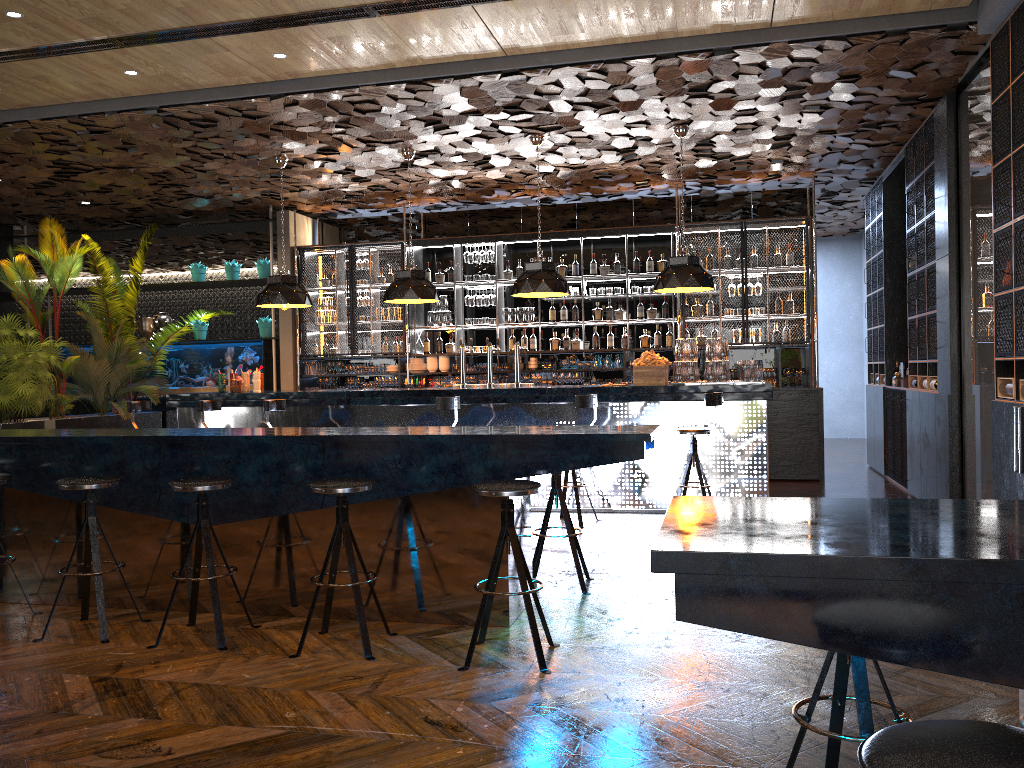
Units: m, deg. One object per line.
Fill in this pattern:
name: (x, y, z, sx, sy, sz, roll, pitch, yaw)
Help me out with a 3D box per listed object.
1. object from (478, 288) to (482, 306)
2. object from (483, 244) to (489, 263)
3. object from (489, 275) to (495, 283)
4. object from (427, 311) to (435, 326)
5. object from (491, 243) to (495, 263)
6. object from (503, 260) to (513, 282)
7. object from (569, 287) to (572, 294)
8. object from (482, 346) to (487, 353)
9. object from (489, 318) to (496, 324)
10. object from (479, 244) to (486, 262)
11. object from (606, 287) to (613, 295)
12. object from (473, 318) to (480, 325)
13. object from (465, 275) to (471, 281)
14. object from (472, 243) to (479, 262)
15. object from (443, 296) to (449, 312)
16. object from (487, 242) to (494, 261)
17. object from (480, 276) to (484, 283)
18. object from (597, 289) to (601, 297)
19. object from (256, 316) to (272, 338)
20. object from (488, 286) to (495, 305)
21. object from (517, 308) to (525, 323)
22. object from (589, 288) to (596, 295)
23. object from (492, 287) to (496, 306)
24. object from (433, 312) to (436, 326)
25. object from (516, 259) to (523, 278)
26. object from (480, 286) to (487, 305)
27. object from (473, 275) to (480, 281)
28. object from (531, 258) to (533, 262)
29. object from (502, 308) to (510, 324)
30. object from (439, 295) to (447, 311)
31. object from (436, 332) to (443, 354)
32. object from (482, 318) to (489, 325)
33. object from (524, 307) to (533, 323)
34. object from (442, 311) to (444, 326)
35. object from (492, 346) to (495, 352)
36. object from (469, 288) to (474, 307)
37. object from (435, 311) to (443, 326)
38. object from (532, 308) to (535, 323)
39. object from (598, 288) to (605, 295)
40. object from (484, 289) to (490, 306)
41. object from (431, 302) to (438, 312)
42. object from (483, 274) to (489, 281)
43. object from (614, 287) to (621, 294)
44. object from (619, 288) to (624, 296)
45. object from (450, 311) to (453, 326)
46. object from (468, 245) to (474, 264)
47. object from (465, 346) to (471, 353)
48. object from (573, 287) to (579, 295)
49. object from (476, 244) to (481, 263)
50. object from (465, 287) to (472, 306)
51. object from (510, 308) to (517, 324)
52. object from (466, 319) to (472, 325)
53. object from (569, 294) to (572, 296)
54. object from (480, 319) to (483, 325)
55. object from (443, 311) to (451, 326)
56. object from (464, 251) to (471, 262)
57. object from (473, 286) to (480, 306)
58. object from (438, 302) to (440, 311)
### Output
object: (-0.431, -1.156, 11.781, 0.092, 0.244, 0.092, -2, 1, -26)
object: (-0.347, -1.730, 11.750, 0.092, 0.244, 0.092, -2, 1, -26)
object: (-0.267, -1.392, 11.774, 0.089, 0.092, 0.089, -1, 1, -18)
object: (-1.087, -0.866, 11.859, 0.105, 0.209, 0.105, -2, 1, -31)
object: (-0.247, -1.732, 11.726, 0.092, 0.244, 0.092, -2, 1, -26)
object: (-0.053, -1.481, 11.609, 0.123, 0.279, 0.123, -1, 1, 2)
object: (0.738, -1.215, 11.537, 0.089, 0.092, 0.089, -1, 1, 39)
object: (-0.355, -0.455, 11.723, 0.089, 0.092, 0.089, -1, 1, 24)
object: (-0.257, -0.824, 11.751, 0.089, 0.092, 0.089, -1, 1, -2)
object: (-0.386, -1.727, 11.590, 0.092, 0.244, 0.092, -2, 1, -26)
object: (1.235, -1.174, 11.226, 0.089, 0.092, 0.089, -2, 1, -23)
object: (-0.470, -0.818, 11.680, 0.089, 0.092, 0.089, -1, 1, -8)
object: (-0.580, -1.385, 11.736, 0.089, 0.092, 0.089, -1, 1, -18)
object: (-0.482, -1.726, 11.613, 0.092, 0.244, 0.092, -2, 1, -26)
object: (-0.903, -1.079, 11.913, 0.105, 0.209, 0.105, -2, 1, -31)
object: (-0.285, -1.729, 11.565, 0.092, 0.244, 0.092, -2, 1, -26)
object: (-0.391, -1.390, 11.792, 0.089, 0.092, 0.089, -1, 1, 24)
object: (1.144, -1.174, 11.435, 0.089, 0.092, 0.089, -2, 1, -37)
object: (-3.428, -0.792, 12.352, 0.265, 0.325, 0.245, -1, 1, 7)
object: (-0.273, -1.157, 11.573, 0.092, 0.244, 0.092, -2, 1, -26)
object: (0.115, -0.887, 11.542, 0.105, 0.209, 0.105, -2, 1, -31)
object: (1.029, -1.170, 11.288, 0.089, 0.092, 0.089, -1, 1, -15)
object: (-0.234, -1.160, 11.733, 0.092, 0.244, 0.092, -2, 1, -26)
object: (-1.070, -0.867, 11.976, 0.105, 0.209, 0.105, -2, 1, -31)
object: (0.100, -1.486, 11.571, 0.083, 0.282, 0.083, -1, 1, -1)
object: (-0.374, -1.155, 11.597, 0.092, 0.244, 0.092, -2, 1, -26)
object: (-0.468, -1.387, 11.685, 0.089, 0.092, 0.089, -1, 1, -18)
object: (0.262, -1.489, 11.532, 0.083, 0.282, 0.083, -1, 1, 29)
object: (-0.077, -0.883, 11.560, 0.105, 0.209, 0.105, -2, 1, -31)
object: (-0.920, -1.078, 11.824, 0.105, 0.209, 0.105, -2, 1, -31)
object: (-0.965, -0.547, 11.820, 0.086, 0.297, 0.086, -2, 1, -43)
object: (-0.345, -0.820, 11.587, 0.089, 0.092, 0.089, -1, 1, -2)
object: (0.215, -0.889, 11.493, 0.105, 0.209, 0.105, -2, 1, -31)
object: (-0.953, -0.870, 11.940, 0.105, 0.209, 0.105, -2, 1, -31)
object: (-0.267, -0.456, 11.637, 0.089, 0.092, 0.089, -1, 1, 24)
object: (-0.538, -1.154, 11.807, 0.092, 0.244, 0.092, -2, 1, -26)
object: (-0.971, -0.868, 11.832, 0.105, 0.209, 0.105, -2, 1, -31)
object: (0.252, -0.891, 11.595, 0.105, 0.209, 0.105, -2, 1, -31)
object: (1.138, -1.172, 11.274, 0.089, 0.092, 0.089, -2, 1, -23)
object: (-0.335, -1.158, 11.758, 0.092, 0.244, 0.092, -2, 1, -26)
object: (-1.036, -1.075, 11.842, 0.105, 0.209, 0.105, -2, 1, -31)
object: (-0.340, -1.389, 11.602, 0.089, 0.092, 0.089, -1, 1, -18)
object: (1.339, -1.176, 11.236, 0.089, 0.092, 0.089, -2, 1, -32)
object: (1.395, -1.179, 11.365, 0.089, 0.092, 0.089, -1, 1, -12)
object: (-0.849, -0.871, 11.904, 0.105, 0.209, 0.105, -2, 1, -31)
object: (-0.550, -1.727, 11.799, 0.092, 0.244, 0.092, -2, 1, -26)
object: (-0.577, -0.450, 11.690, 0.089, 0.092, 0.089, -1, 1, -15)
object: (0.817, -1.186, 11.340, 0.089, 0.092, 0.089, -1, 1, 4)
object: (-0.444, -1.729, 11.773, 0.092, 0.244, 0.092, -2, 1, -26)
object: (-0.577, -1.151, 11.646, 0.092, 0.244, 0.092, -2, 1, -26)
object: (0.012, -0.887, 11.657, 0.105, 0.209, 0.105, -2, 1, -31)
object: (-0.571, -0.817, 11.749, 0.089, 0.092, 0.089, -1, 1, -8)
object: (0.738, -1.189, 11.538, 0.089, 0.092, 0.089, -1, 1, 39)
object: (-0.375, -0.821, 11.772, 0.089, 0.092, 0.089, -2, 1, -45)
object: (-0.862, -0.869, 11.793, 0.105, 0.209, 0.105, -2, 1, -31)
object: (-0.589, -1.724, 11.639, 0.092, 0.244, 0.092, -2, 1, -26)
object: (-0.470, -1.153, 11.621, 0.092, 0.244, 0.092, -2, 1, -26)
object: (-1.015, -1.077, 11.952, 0.105, 0.209, 0.105, -2, 1, -31)
